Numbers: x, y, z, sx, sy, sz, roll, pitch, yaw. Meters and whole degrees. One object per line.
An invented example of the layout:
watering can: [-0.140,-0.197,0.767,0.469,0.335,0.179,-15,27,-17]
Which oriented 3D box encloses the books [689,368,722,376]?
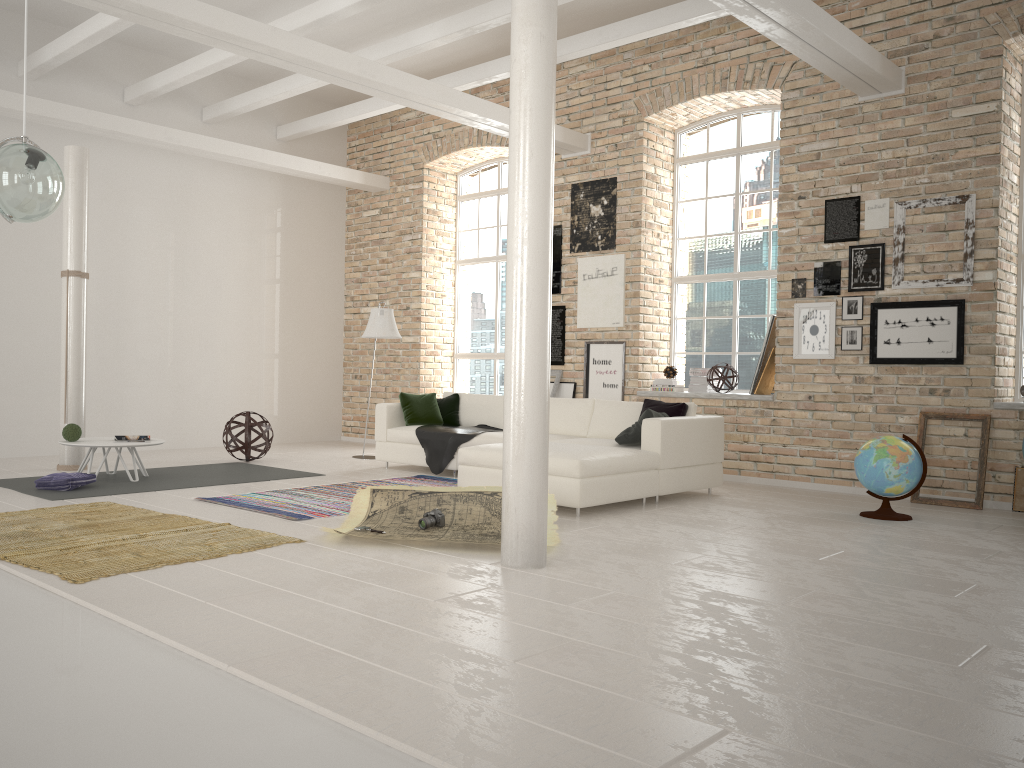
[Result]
books: [2.029,-0.125,9.339,0.321,0.085,0.217,1,1,24]

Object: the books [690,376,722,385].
books: [2.039,-0.040,9.338,0.254,0.088,0.296,2,1,37]

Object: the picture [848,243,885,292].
picture: [3.103,-1.017,7.806,0.312,0.409,0.009,2,1,42]

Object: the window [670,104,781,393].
window: [-1.170,-1.414,5.474,1.532,2.988,10.653,2,1,42]

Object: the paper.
paper: [-0.426,0.800,5.521,1.501,0.265,1.038,1,1,8]

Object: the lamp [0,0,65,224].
lamp: [-3.136,-1.817,5.738,0.471,1.598,0.533,1,1,-34]

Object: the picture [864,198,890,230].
picture: [3.175,-1.477,7.755,0.208,0.259,0.011,2,1,42]

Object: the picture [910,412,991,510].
picture: [3.564,0.612,7.252,0.541,0.748,0.207,2,1,42]

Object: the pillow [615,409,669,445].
pillow: [1.071,0.347,7.359,0.363,0.305,0.389,1,1,32]

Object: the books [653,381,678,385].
books: [1.610,-0.010,9.363,0.216,0.040,0.182,1,1,28]

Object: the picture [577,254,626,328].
picture: [0.973,-1.008,9.754,0.631,0.784,0.034,2,1,42]

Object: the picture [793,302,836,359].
picture: [2.753,-0.485,8.125,0.392,0.514,0.012,2,1,42]

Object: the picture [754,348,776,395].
picture: [2.490,-0.115,8.556,0.185,0.460,0.337,2,1,41]

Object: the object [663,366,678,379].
object: [1.667,-0.124,9.376,0.137,0.137,0.148,1,1,-21]

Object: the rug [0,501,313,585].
rug: [-2.509,0.889,5.362,2.351,0.021,1.434,2,1,37]

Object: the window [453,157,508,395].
window: [-3.725,-1.154,7.802,1.532,3.655,10.653,2,1,42]

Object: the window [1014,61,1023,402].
window: [1.354,-1.341,3.171,1.532,2.988,10.653,2,1,42]

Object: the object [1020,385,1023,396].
object: [4.289,0.057,7.069,0.476,0.090,0.095,1,1,-2]

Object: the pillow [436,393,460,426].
pillow: [-0.755,0.278,9.485,0.413,0.365,0.313,1,1,0]

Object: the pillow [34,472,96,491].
pillow: [-3.614,0.799,7.223,0.370,0.164,0.339,1,1,18]

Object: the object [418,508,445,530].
object: [-0.534,0.865,5.730,0.159,0.124,0.157,2,1,42]

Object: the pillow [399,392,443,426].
pillow: [-0.954,0.262,9.313,0.398,0.343,0.319,1,1,-22]

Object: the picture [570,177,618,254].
picture: [0.901,-1.855,9.850,0.630,0.783,0.034,2,1,42]

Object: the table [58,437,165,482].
table: [-3.555,0.676,7.933,0.855,0.342,0.967,1,1,-34]

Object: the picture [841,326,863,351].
picture: [3.010,-0.403,7.896,0.188,0.213,0.011,2,1,42]

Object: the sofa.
sofa: [-0.136,0.532,8.102,3.510,0.841,2.023,2,1,42]

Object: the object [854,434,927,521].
object: [2.760,0.676,6.543,0.442,0.631,0.453,1,1,-7]

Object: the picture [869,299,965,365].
picture: [3.408,-0.432,7.524,0.764,0.535,0.029,2,1,42]

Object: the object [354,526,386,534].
object: [-0.867,0.910,5.536,0.243,0.019,0.090,2,1,39]

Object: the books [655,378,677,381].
books: [1.616,-0.045,9.358,0.196,0.030,0.165,1,1,31]

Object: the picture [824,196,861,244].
picture: [2.946,-1.463,7.958,0.317,0.394,0.017,2,1,42]

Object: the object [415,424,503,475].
object: [-0.465,0.647,8.842,0.958,0.464,0.722,2,1,40]

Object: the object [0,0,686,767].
object: [-1.490,-1.467,5.803,10.849,4.798,11.043,2,1,42]

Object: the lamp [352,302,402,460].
lamp: [-1.531,-0.025,10.090,0.437,1.775,1.033,1,1,-17]

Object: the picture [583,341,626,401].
picture: [1.001,-0.088,9.721,0.555,0.756,0.011,2,1,42]

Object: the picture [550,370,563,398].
picture: [0.270,0.125,10.222,0.583,0.582,0.264,2,1,42]

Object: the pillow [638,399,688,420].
pillow: [1.277,0.329,7.696,0.457,0.390,0.226,2,1,43]

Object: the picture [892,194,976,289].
picture: [3.511,-1.176,7.435,0.646,0.749,0.024,2,1,43]

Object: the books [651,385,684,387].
books: [1.627,0.021,9.332,0.290,0.024,0.204,2,1,39]

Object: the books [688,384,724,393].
books: [2.036,0.043,9.338,0.296,0.088,0.254,0,1,-43]

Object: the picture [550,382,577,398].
picture: [0.447,0.258,10.143,0.616,0.568,0.137,2,1,42]

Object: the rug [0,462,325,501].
rug: [-3.178,0.851,8.067,1.540,0.041,2.529,2,1,41]

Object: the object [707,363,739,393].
object: [2.107,-0.059,8.908,0.326,0.307,0.287,1,1,33]

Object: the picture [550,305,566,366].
picture: [0.407,-0.555,10.291,0.547,0.680,0.060,2,1,42]

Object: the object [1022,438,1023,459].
object: [4.004,0.578,6.303,0.684,0.924,0.627,1,1,18]

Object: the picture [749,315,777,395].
picture: [2.565,-0.273,8.686,0.262,0.763,0.548,2,1,42]

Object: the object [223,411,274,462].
object: [-2.859,0.568,9.659,0.562,0.543,0.520,1,1,18]

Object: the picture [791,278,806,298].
picture: [2.647,-0.884,8.230,0.008,0.178,0.143,1,1,-43]

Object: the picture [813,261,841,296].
picture: [2.846,-0.950,8.048,0.246,0.306,0.013,2,1,42]

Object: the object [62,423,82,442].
object: [-3.830,0.425,7.761,0.168,0.164,0.157,1,1,19]

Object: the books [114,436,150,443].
books: [-3.379,0.484,7.939,0.294,0.048,0.387,1,1,-19]

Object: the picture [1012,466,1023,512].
picture: [4.048,0.826,6.907,0.286,0.351,0.089,2,1,42]

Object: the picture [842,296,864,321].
picture: [3.015,-0.671,7.894,0.188,0.213,0.011,2,1,42]

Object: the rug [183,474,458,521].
rug: [-1.158,0.901,7.286,1.508,0.008,2.497,2,1,41]

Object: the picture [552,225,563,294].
picture: [0.330,-1.424,10.351,0.632,0.785,0.034,2,1,42]

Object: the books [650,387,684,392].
books: [1.624,0.057,9.334,0.296,0.048,0.204,2,1,39]
